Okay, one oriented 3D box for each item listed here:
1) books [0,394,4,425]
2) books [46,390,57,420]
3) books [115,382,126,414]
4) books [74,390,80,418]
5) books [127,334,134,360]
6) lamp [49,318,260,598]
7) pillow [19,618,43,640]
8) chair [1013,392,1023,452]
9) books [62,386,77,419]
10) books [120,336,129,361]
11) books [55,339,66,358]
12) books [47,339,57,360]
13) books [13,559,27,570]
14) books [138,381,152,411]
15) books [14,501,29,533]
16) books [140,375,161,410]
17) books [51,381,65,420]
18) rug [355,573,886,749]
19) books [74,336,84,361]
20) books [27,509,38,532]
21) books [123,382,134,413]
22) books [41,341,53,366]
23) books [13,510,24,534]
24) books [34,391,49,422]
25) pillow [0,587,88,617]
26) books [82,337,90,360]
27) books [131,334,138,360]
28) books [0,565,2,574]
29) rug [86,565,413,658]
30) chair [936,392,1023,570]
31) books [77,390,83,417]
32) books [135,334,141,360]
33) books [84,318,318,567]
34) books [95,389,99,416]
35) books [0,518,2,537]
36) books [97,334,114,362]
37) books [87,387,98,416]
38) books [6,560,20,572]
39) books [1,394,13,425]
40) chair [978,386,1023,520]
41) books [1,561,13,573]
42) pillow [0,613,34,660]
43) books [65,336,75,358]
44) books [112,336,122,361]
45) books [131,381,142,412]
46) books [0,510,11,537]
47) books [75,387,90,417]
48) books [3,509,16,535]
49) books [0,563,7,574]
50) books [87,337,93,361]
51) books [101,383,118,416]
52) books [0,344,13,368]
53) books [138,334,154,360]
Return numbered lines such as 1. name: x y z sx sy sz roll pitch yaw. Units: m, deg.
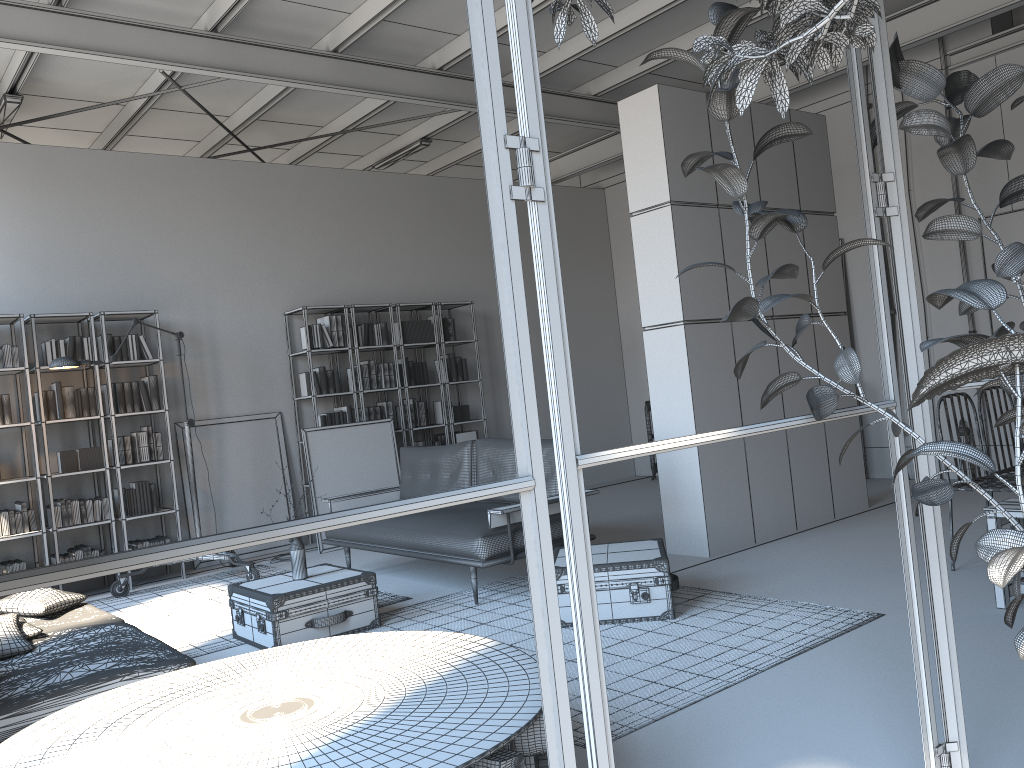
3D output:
1. books: -3.952 0.208 6.801 0.057 0.244 0.180 -6 -1 -38
2. books: -3.714 0.176 7.122 0.057 0.244 0.178 -6 -1 -38
3. books: -3.296 0.125 7.405 0.062 0.265 0.193 -6 -1 -43
4. books: -3.551 0.168 7.209 0.022 0.226 0.163 -6 -1 -38
5. books: -3.227 -0.291 7.452 0.032 0.231 0.179 -6 -1 -38
6. lamp: -2.862 0.566 7.036 1.284 2.144 1.194 -6 0 -26
7. pillow: -2.641 1.278 4.443 0.453 0.157 0.488 -6 -1 -38
8. chair: 3.529 0.441 5.558 0.474 0.975 0.488 -6 -1 -38
9. books: -3.612 0.155 7.193 0.091 0.265 0.193 -6 -1 -38
10. books: -3.266 -0.285 7.432 0.052 0.223 0.164 -6 -1 -38
11. books: -3.651 -0.243 7.177 0.039 0.222 0.161 -6 -1 -38
12. books: -3.706 -0.244 7.147 0.029 0.231 0.173 -6 -1 -38
13. books: -3.840 1.472 6.929 0.047 0.192 0.279 -6 -1 -38
14. books: -3.141 0.110 7.533 0.084 0.267 0.193 -6 -1 -42
15. books: -3.851 1.044 6.966 0.036 0.244 0.302 -6 -1 -38
16. books: -3.090 0.083 7.585 0.071 0.303 0.222 -6 -1 -43
17. books: -3.647 0.137 7.123 0.038 0.303 0.222 -6 -1 -38
18. rug: 0.267 1.287 4.668 1.961 0.007 2.524 -6 -1 -38
19. books: -3.556 -0.265 7.255 0.057 0.242 0.178 -6 -1 -38
20. books: -3.805 1.072 6.994 0.061 0.177 0.246 -6 -1 -39
21. books: -3.246 0.120 7.446 0.062 0.265 0.193 -6 -1 -43
22. books: -3.729 -0.230 7.114 0.043 0.213 0.154 -6 -1 -38
23. books: -3.876 1.079 6.931 0.048 0.180 0.257 -6 -1 -38
24. books: -3.754 0.180 7.077 0.057 0.244 0.178 -6 -1 -38
25. pillow: -2.764 1.278 5.195 0.375 0.177 0.407 -6 0 12
26. books: -3.517 -0.259 7.283 0.035 0.229 0.196 -6 -1 -38
27. books: -3.202 -0.294 7.472 0.032 0.231 0.179 -6 -1 -38
28. books: -3.960 1.482 6.824 0.037 0.192 0.265 -6 -1 -38
29. rug: -2.182 1.563 6.132 1.961 0.007 2.524 -6 -1 -38
30. chair: 2.743 0.521 4.936 0.474 0.975 0.488 -6 -1 -38
31. books: -3.534 0.167 7.223 0.022 0.226 0.163 -6 -1 -38
32. books: -3.181 -0.298 7.489 0.022 0.236 0.186 -6 -1 -38
33. books: -2.378 0.518 7.422 0.264 2.162 2.306 -6 -1 30
34. books: -3.423 0.155 7.310 0.022 0.226 0.163 -6 -1 -38
35. books: -3.990 1.081 6.834 0.056 0.195 0.270 -6 -1 -38
36. books: -3.363 -0.285 7.346 0.083 0.242 0.178 -6 -1 -38
37. books: -3.475 0.152 7.311 0.057 0.244 0.178 -6 -1 -38
38. books: -3.878 1.476 6.899 0.049 0.195 0.279 -6 -1 -38
39. books: -3.912 0.204 6.846 0.057 0.244 0.180 -6 -1 -38
40. chair: 3.141 0.480 5.251 0.474 0.975 0.488 -6 -1 -38
41. books: -3.907 1.479 6.865 0.040 0.196 0.262 -6 -1 -38
42. pillow: -2.534 1.225 4.217 0.406 0.190 0.359 -6 -1 -38
43. books: -3.595 -0.260 7.199 0.077 0.244 0.178 -6 -1 -39
44. books: -3.302 -0.281 7.391 0.052 0.223 0.164 -6 -1 -38
45. books: -3.207 0.116 7.499 0.062 0.265 0.193 -6 -1 -43
46. books: -3.947 1.076 6.869 0.056 0.195 0.270 -6 -1 -38
47. books: -3.515 0.156 7.266 0.057 0.244 0.178 -6 -1 -38
48. books: -3.910 1.073 6.902 0.037 0.190 0.264 -6 -1 -38
49. books: -3.939 1.482 6.849 0.030 0.192 0.277 -6 -1 -38
50. books: -3.495 -0.263 7.301 0.023 0.232 0.187 -6 -1 -38
51. books: -3.347 0.130 7.365 0.062 0.265 0.193 -6 -1 -43
52. books: -3.954 -0.204 6.914 0.056 0.195 0.270 -6 -1 -38
53. books: -3.131 -0.298 7.527 0.107 0.229 0.184 -6 -1 -38
